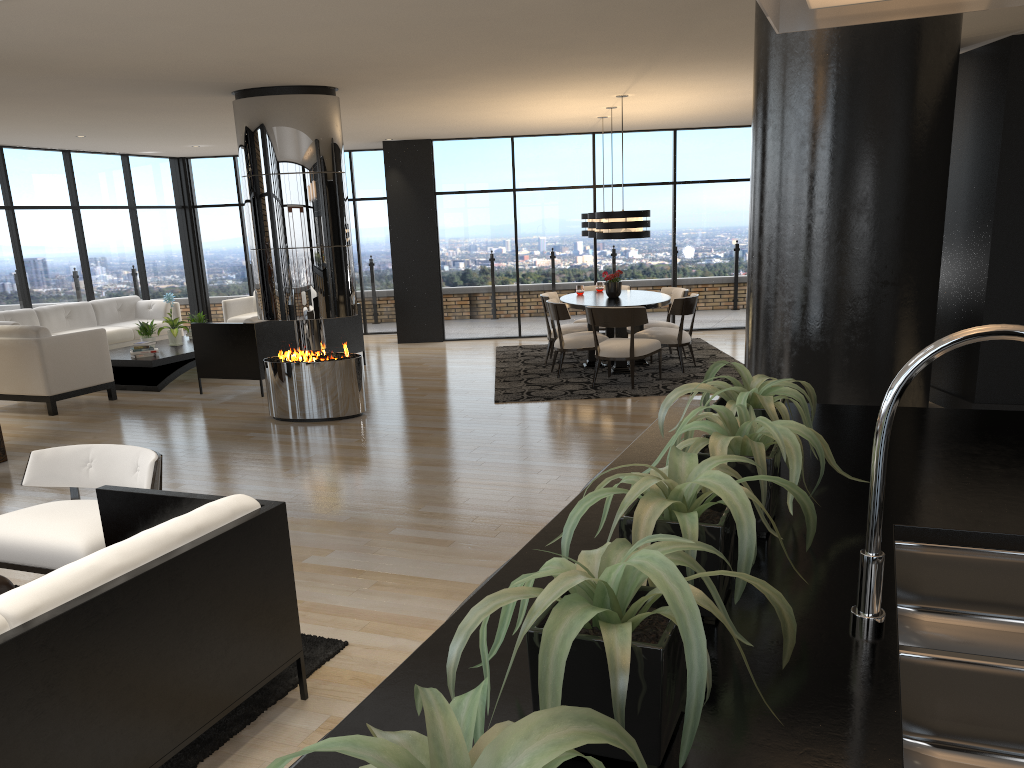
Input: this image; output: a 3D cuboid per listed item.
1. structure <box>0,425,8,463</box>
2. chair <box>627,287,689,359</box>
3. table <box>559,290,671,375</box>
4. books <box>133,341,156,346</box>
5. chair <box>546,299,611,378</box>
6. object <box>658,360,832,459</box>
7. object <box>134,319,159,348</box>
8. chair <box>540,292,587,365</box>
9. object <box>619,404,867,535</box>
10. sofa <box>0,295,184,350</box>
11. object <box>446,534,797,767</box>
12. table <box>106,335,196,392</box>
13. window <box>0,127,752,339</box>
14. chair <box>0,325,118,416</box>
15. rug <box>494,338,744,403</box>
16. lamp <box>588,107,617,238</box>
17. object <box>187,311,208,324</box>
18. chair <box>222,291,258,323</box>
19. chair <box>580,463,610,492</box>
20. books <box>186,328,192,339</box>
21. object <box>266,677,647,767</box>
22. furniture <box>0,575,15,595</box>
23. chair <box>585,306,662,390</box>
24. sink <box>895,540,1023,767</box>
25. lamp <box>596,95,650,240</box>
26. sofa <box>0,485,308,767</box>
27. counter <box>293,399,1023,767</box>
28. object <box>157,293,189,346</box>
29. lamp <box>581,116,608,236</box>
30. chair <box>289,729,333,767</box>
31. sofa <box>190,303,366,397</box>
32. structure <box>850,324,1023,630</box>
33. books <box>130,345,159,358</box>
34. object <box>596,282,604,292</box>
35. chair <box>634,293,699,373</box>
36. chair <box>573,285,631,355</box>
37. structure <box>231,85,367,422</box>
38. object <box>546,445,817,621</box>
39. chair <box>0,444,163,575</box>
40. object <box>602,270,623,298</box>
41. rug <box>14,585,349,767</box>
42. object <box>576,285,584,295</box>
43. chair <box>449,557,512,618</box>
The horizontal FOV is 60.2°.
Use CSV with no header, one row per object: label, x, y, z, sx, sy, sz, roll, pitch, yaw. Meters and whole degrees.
structure,-4.372,-0.151,6.542,0.730,1.630,0.506,3,16,21
chair,1.704,-0.686,10.214,0.615,0.824,0.630,-6,14,-14
table,1.147,-0.581,9.879,1.209,0.786,2.061,-2,11,2
books,-4.060,-0.447,9.765,0.185,0.027,0.151,0,11,13
chair,0.686,-0.492,9.405,0.615,0.824,0.629,-4,14,-7
object,0.575,0.063,2.037,0.402,0.244,0.394,-13,16,-42
object,-4.224,-0.570,10.220,0.283,0.378,0.210,-6,15,-14
chair,0.646,-0.645,10.237,0.616,0.824,0.628,0,14,10
object,0.399,0.137,1.681,0.393,0.244,0.402,-13,16,-42
sofa,-5.397,-0.574,11.107,0.853,0.874,2.642,3,12,22
object,0.076,0.283,0.968,0.402,0.244,0.394,-13,16,-42
table,-4.054,-0.279,10.619,1.262,0.359,1.992,2,12,22
window,-2.426,-1.730,5.619,10.126,4.893,15.552,-1,11,9
chair,-4.750,-0.203,8.958,0.999,0.875,0.837,3,14,22
rug,1.176,-0.218,10.042,2.716,0.011,3.643,-2,11,0
lamp,1.075,-2.265,9.472,0.536,1.359,0.523,-3,15,-1
object,-3.897,-0.722,10.967,0.284,0.378,0.210,-2,14,1
chair,-3.349,-0.882,12.294,0.999,0.875,0.837,3,14,22
chair,0.481,0.725,2.463,0.518,0.986,0.466,3,16,22
books,-4.054,-0.661,11.338,0.223,0.129,0.301,-4,11,-10
object,-0.014,0.365,0.606,0.393,0.222,0.402,-13,16,-42
furniture,-2.393,0.966,3.157,0.826,0.494,0.811,2,13,22
chair,1.086,-0.382,8.721,0.640,0.824,0.604,5,15,28
sink,0.738,0.455,1.184,0.460,0.163,0.904,2,12,22
lamp,1.079,-2.104,8.607,0.536,1.359,0.523,-3,15,-1
sofa,-1.520,0.914,2.343,0.836,0.821,1.992,3,12,22
counter,0.496,0.361,1.208,1.177,0.032,3.054,2,11,22
object,-4.042,-0.776,10.551,0.367,0.645,0.350,10,19,40
lamp,1.071,-2.425,10.337,0.536,1.359,0.523,-3,15,-1
chair,-0.072,0.994,1.141,0.518,0.986,0.466,3,16,22
sofa,-2.575,-0.459,9.981,0.836,0.821,1.992,3,12,22
structure,0.772,0.441,1.120,0.654,1.040,2.722,3,12,22
books,-4.074,-0.370,9.782,0.305,0.129,0.220,-9,13,-28
object,1.053,-1.164,10.590,0.094,0.108,0.094,-11,16,-33
chair,1.671,-0.542,9.446,0.614,0.824,0.630,5,15,28
chair,1.120,-0.787,10.896,0.642,0.825,0.603,3,15,20
structure,-1.816,-1.064,7.651,0.892,2.805,0.573,0,15,10
object,0.215,0.225,1.307,0.402,0.222,0.394,-13,16,-42
chair,-1.983,0.683,4.060,0.803,0.690,0.670,3,14,22
object,1.109,-1.107,9.742,0.229,0.305,0.232,-2,14,2
rug,-2.401,1.291,2.729,2.476,0.012,2.975,2,11,23
object,0.792,-1.092,10.259,0.095,0.108,0.093,0,14,11
chair,0.188,0.868,1.763,0.518,0.986,0.466,3,16,22
